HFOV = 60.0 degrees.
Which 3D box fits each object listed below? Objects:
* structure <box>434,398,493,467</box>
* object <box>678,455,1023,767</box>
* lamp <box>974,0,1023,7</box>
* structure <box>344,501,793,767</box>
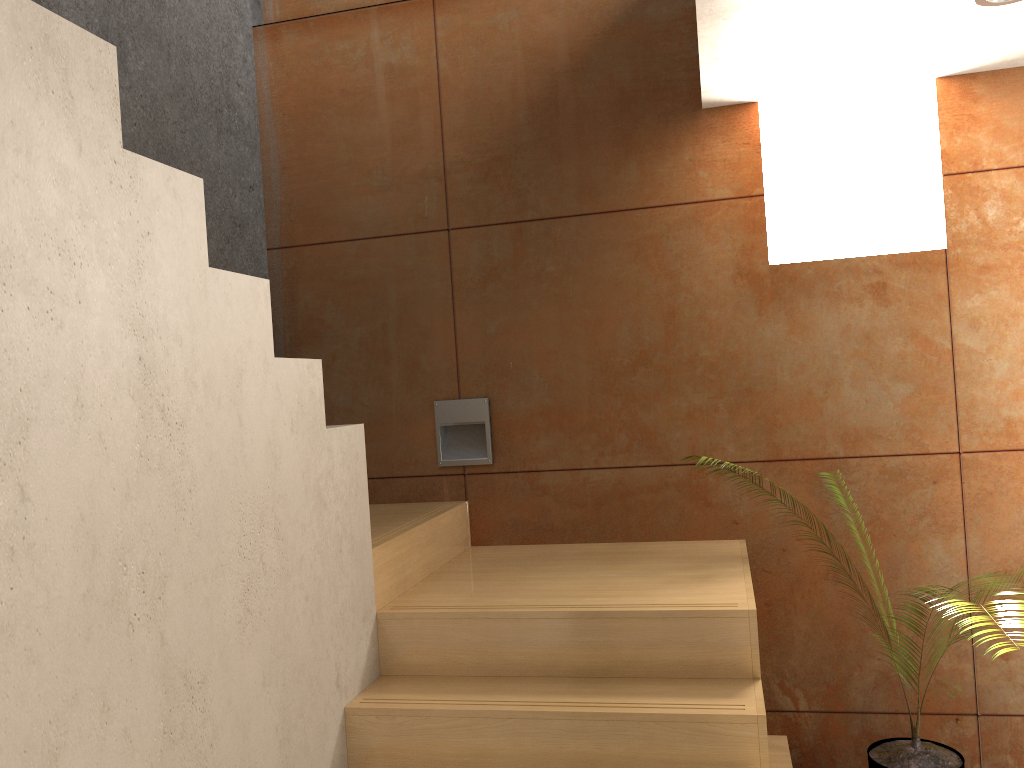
[{"bbox_3d":[-0.184,0.191,3.536,0.220,0.260,0.096,-4,0,13],"label":"structure"},{"bbox_3d":[0.274,0.971,0.430,4.200,1.455,6.200,-4,0,13],"label":"object"},{"bbox_3d":[1.308,-1.046,2.323,0.173,0.044,0.173,-4,0,18],"label":"lamp"},{"bbox_3d":[-0.239,1.017,2.296,1.950,1.110,2.400,-4,0,13],"label":"structure"}]
